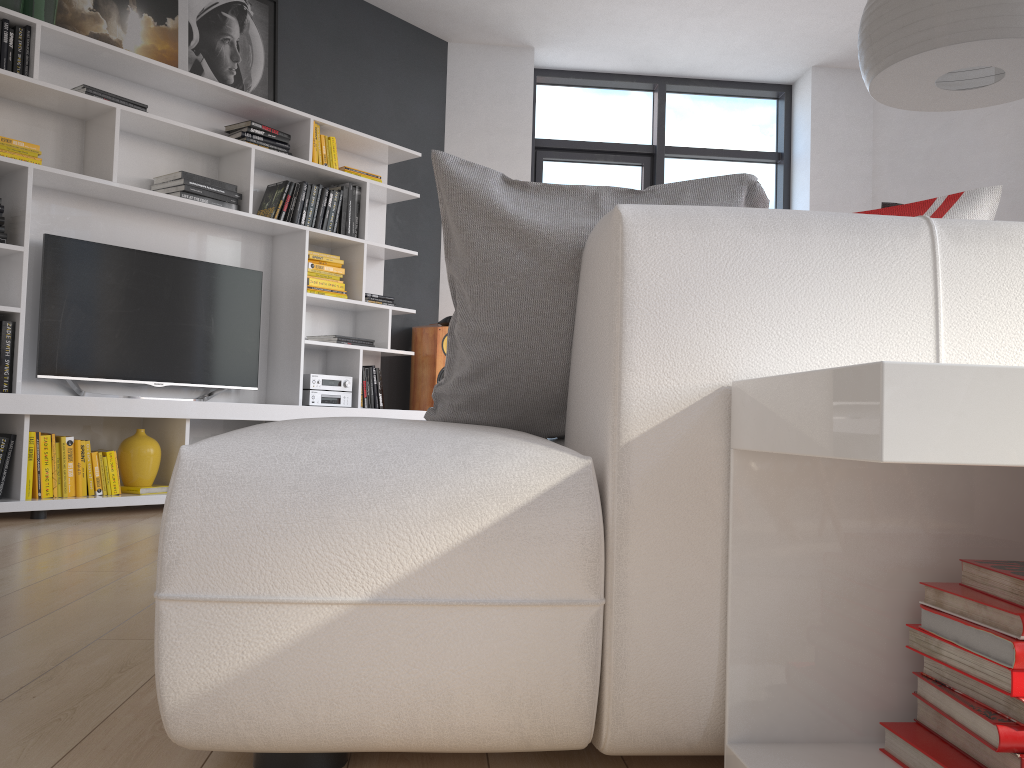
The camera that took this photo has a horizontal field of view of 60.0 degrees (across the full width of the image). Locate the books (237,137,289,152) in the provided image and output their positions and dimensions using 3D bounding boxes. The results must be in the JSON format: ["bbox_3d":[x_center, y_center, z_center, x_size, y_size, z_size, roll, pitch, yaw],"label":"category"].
[{"bbox_3d":[-1.337,-1.236,4.649,0.189,0.020,0.264,0,-3,39],"label":"books"}]

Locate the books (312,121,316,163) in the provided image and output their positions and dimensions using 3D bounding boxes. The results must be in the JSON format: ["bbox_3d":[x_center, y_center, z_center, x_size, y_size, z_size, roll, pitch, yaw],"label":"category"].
[{"bbox_3d":[-1.121,-1.296,4.805,0.161,0.229,0.041,0,-3,39],"label":"books"}]

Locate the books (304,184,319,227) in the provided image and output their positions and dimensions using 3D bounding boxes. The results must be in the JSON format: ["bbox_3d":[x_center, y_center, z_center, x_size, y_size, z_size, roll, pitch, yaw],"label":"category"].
[{"bbox_3d":[-1.151,-0.955,4.837,0.191,0.249,0.084,0,-3,40],"label":"books"}]

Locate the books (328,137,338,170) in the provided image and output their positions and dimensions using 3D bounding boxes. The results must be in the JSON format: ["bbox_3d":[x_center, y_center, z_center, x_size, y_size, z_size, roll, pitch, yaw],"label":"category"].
[{"bbox_3d":[-1.029,-1.266,4.917,0.141,0.184,0.064,0,-3,41],"label":"books"}]

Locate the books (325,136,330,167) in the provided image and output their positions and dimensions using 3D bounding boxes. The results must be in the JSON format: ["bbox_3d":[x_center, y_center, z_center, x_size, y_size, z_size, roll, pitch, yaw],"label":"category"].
[{"bbox_3d":[-1.053,-1.265,4.883,0.128,0.178,0.044,0,-3,40],"label":"books"}]

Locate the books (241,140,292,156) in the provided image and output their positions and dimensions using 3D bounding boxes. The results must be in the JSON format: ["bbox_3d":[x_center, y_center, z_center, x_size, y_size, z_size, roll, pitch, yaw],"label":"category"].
[{"bbox_3d":[-1.334,-1.210,4.647,0.214,0.030,0.284,-1,-4,43],"label":"books"}]

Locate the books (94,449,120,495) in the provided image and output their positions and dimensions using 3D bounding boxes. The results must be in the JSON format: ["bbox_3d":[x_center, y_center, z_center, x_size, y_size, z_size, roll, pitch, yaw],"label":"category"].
[{"bbox_3d":[-1.782,0.386,3.887,0.148,0.193,0.067,0,-3,41],"label":"books"}]

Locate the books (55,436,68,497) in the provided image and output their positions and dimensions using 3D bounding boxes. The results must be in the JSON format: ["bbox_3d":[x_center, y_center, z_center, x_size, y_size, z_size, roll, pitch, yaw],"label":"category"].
[{"bbox_3d":[-1.923,0.345,3.733,0.180,0.252,0.041,0,-3,40],"label":"books"}]

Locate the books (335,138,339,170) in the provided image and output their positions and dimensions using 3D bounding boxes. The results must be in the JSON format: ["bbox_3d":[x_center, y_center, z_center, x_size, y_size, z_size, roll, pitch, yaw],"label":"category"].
[{"bbox_3d":[-1.020,-1.265,4.940,0.142,0.184,0.044,0,-3,41],"label":"books"}]

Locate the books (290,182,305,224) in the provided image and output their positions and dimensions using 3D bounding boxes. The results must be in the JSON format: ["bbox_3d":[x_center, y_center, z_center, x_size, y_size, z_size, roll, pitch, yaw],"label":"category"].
[{"bbox_3d":[-1.189,-0.954,4.754,0.172,0.242,0.069,0,-3,41],"label":"books"}]

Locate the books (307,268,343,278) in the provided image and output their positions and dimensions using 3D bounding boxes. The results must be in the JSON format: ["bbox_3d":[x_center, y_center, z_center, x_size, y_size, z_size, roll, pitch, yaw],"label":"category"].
[{"bbox_3d":[-1.096,-0.613,4.958,0.171,0.019,0.239,0,-3,40],"label":"books"}]

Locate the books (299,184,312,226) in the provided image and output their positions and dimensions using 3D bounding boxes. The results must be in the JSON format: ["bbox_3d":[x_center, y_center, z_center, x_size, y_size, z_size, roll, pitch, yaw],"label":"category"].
[{"bbox_3d":[-1.172,-0.952,4.805,0.179,0.243,0.068,0,-3,39],"label":"books"}]

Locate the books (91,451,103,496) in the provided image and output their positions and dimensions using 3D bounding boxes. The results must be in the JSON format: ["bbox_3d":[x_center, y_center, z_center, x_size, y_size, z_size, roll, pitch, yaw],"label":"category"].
[{"bbox_3d":[-1.828,0.385,3.840,0.138,0.188,0.056,0,-3,40],"label":"books"}]

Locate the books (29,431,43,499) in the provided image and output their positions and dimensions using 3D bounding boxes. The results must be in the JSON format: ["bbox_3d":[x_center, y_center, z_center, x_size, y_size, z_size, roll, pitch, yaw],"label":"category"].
[{"bbox_3d":[-1.997,0.330,3.658,0.213,0.271,0.048,0,-3,40],"label":"books"}]

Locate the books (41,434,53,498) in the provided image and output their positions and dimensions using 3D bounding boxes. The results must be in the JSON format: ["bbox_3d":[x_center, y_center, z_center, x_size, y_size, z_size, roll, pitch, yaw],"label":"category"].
[{"bbox_3d":[-1.979,0.338,3.689,0.198,0.258,0.066,0,-3,40],"label":"books"}]

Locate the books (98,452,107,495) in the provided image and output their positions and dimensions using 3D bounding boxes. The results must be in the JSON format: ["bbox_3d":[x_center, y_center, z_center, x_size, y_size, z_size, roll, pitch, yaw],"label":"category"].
[{"bbox_3d":[-1.808,0.386,3.851,0.134,0.187,0.046,0,-3,40],"label":"books"}]

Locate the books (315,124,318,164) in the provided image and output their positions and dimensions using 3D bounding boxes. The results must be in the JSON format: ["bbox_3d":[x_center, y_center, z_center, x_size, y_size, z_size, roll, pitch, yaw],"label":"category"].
[{"bbox_3d":[-1.121,-1.293,4.835,0.163,0.224,0.041,0,-3,38],"label":"books"}]

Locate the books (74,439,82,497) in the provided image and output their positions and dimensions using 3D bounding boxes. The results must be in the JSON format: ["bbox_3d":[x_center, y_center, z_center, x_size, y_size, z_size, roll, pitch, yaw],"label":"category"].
[{"bbox_3d":[-1.879,0.354,3.770,0.169,0.240,0.043,0,-3,39],"label":"books"}]

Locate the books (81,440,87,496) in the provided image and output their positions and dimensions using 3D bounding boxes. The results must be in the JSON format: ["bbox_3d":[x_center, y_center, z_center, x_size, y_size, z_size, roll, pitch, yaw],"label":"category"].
[{"bbox_3d":[-1.879,0.357,3.801,0.171,0.235,0.043,0,-3,38],"label":"books"}]

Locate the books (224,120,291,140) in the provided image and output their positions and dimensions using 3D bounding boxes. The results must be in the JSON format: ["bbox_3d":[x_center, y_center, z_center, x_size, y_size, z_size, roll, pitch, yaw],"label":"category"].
[{"bbox_3d":[-1.335,-1.316,4.658,0.209,0.030,0.266,0,-3,34],"label":"books"}]

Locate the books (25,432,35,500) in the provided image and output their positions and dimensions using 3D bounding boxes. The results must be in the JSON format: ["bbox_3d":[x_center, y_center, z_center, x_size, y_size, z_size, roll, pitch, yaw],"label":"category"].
[{"bbox_3d":[-2.006,0.328,3.615,0.204,0.270,0.029,0,-3,40],"label":"books"}]

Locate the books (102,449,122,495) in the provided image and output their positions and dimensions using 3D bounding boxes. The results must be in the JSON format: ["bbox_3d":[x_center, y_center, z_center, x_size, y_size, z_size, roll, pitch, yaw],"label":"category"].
[{"bbox_3d":[-1.773,0.386,3.911,0.149,0.193,0.046,0,-3,41],"label":"books"}]

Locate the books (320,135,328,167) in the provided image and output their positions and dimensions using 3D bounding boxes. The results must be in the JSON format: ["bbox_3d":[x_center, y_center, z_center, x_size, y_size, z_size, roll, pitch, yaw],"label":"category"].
[{"bbox_3d":[-1.072,-1.267,4.872,0.132,0.180,0.054,0,-3,40],"label":"books"}]

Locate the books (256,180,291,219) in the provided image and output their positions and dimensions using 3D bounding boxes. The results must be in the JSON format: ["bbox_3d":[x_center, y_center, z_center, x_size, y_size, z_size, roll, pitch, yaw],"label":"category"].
[{"bbox_3d":[-1.270,-0.957,4.692,0.182,0.234,0.104,0,-3,40],"label":"books"}]

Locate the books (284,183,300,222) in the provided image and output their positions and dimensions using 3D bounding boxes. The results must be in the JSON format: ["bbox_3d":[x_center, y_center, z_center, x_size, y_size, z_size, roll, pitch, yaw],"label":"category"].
[{"bbox_3d":[-1.221,-0.953,4.736,0.169,0.233,0.081,0,-3,39],"label":"books"}]

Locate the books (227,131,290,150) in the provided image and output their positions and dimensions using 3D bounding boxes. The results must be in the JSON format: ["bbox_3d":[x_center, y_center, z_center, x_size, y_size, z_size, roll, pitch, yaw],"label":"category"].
[{"bbox_3d":[-1.349,-1.261,4.666,0.214,0.030,0.284,-1,-4,43],"label":"books"}]

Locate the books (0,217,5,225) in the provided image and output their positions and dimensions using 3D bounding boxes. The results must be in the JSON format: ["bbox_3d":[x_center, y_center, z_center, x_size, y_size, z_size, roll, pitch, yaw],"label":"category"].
[{"bbox_3d":[-2.226,-0.666,3.570,0.284,0.030,0.214,4,-3,-41],"label":"books"}]

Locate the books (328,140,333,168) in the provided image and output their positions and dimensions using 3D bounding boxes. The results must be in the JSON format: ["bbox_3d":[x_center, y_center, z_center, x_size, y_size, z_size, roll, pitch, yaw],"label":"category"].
[{"bbox_3d":[-1.033,-1.255,4.889,0.108,0.161,0.046,0,-3,39],"label":"books"}]

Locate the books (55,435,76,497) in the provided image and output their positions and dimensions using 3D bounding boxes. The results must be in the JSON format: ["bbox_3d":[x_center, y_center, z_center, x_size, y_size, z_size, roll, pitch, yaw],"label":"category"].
[{"bbox_3d":[-1.914,0.347,3.759,0.185,0.252,0.055,0,-3,39],"label":"books"}]

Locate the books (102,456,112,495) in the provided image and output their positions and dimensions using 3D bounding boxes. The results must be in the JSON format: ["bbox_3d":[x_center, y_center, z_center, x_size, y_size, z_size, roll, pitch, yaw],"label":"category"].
[{"bbox_3d":[-1.787,0.397,3.858,0.113,0.169,0.049,0,-3,39],"label":"books"}]

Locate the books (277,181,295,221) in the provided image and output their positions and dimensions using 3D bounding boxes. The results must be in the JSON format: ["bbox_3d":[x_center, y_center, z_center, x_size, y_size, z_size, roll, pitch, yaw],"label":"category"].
[{"bbox_3d":[-1.252,-0.954,4.721,0.187,0.234,0.096,0,-3,40],"label":"books"}]

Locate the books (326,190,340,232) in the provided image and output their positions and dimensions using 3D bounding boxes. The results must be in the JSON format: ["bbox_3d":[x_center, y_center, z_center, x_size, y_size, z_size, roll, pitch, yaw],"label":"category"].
[{"bbox_3d":[-1.057,-0.947,4.944,0.191,0.249,0.084,0,-3,40],"label":"books"}]

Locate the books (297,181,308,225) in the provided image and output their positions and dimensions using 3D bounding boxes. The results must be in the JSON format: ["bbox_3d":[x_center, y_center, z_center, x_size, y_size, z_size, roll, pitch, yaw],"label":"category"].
[{"bbox_3d":[-1.194,-0.960,4.789,0.192,0.254,0.075,0,-3,39],"label":"books"}]

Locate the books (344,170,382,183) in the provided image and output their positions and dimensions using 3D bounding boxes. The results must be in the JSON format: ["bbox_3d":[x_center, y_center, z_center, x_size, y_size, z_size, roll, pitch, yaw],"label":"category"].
[{"bbox_3d":[-0.912,-1.175,5.118,0.257,0.028,0.194,4,-4,-45],"label":"books"}]

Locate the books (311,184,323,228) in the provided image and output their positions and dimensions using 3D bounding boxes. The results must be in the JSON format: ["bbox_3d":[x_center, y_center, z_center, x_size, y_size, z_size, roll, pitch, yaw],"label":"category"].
[{"bbox_3d":[-1.130,-0.958,4.864,0.197,0.260,0.066,0,-3,40],"label":"books"}]

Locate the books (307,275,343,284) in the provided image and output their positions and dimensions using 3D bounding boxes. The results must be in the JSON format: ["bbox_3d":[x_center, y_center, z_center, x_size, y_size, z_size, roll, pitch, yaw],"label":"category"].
[{"bbox_3d":[-1.101,-0.575,4.955,0.189,0.014,0.251,-1,-4,43],"label":"books"}]

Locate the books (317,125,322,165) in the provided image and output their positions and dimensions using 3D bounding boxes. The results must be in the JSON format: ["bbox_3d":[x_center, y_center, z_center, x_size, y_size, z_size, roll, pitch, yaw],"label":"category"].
[{"bbox_3d":[-1.108,-1.291,4.863,0.164,0.224,0.054,0,-3,39],"label":"books"}]

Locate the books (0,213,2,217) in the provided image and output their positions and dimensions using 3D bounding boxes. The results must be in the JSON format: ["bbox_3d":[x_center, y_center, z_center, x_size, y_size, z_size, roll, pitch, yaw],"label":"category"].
[{"bbox_3d":[-2.229,-0.692,3.572,0.189,0.020,0.264,-1,-4,43],"label":"books"}]

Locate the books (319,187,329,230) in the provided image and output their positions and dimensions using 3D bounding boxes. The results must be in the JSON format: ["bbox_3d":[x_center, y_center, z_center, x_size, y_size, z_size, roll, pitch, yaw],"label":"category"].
[{"bbox_3d":[-1.100,-0.952,4.896,0.192,0.254,0.075,0,-3,39],"label":"books"}]

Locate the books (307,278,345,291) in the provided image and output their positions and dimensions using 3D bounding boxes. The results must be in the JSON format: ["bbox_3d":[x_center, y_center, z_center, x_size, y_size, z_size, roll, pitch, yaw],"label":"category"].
[{"bbox_3d":[-1.090,-0.547,4.947,0.189,0.042,0.243,0,-3,40],"label":"books"}]

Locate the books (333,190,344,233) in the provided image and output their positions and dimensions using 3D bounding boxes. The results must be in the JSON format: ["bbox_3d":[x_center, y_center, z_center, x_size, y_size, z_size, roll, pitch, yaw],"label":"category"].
[{"bbox_3d":[-1.036,-0.950,4.971,0.197,0.260,0.066,0,-3,40],"label":"books"}]

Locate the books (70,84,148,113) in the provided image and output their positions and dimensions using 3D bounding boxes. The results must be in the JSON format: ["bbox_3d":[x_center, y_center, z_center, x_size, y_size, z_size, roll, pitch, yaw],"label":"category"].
[{"bbox_3d":[-1.857,-1.263,4.019,0.250,0.047,0.310,0,-3,36],"label":"books"}]

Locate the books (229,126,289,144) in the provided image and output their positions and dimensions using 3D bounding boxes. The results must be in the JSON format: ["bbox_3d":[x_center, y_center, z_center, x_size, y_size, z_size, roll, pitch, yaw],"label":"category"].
[{"bbox_3d":[-1.325,-1.289,4.652,0.180,0.026,0.246,-1,-3,43],"label":"books"}]

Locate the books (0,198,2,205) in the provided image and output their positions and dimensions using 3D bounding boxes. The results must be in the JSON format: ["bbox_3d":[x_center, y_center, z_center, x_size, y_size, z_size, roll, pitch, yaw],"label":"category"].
[{"bbox_3d":[-2.218,-0.745,3.574,0.246,0.026,0.180,4,-3,-42],"label":"books"}]

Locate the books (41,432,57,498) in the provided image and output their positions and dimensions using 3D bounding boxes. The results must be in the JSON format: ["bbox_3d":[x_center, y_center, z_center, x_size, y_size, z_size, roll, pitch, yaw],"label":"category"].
[{"bbox_3d":[-1.958,0.337,3.711,0.202,0.267,0.038,0,-3,40],"label":"books"}]

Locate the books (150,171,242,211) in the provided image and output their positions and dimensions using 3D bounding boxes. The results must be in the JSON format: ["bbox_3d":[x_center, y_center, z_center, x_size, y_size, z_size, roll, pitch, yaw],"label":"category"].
[{"bbox_3d":[-1.563,-0.931,4.396,0.277,0.137,0.343,0,-3,35],"label":"books"}]

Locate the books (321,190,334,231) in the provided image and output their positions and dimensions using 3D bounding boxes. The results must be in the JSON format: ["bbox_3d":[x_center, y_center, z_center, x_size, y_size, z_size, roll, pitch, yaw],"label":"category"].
[{"bbox_3d":[-1.073,-0.946,4.908,0.179,0.243,0.071,0,-3,39],"label":"books"}]

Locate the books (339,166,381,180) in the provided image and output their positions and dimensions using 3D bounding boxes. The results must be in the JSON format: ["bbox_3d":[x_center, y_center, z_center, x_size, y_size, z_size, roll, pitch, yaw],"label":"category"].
[{"bbox_3d":[-0.920,-1.200,5.122,0.203,0.024,0.257,-1,-4,43],"label":"books"}]

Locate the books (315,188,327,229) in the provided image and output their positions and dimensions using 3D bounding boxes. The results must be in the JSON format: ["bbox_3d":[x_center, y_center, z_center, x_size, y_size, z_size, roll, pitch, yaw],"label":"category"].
[{"bbox_3d":[-1.095,-0.946,4.862,0.172,0.242,0.069,0,-3,41],"label":"books"}]

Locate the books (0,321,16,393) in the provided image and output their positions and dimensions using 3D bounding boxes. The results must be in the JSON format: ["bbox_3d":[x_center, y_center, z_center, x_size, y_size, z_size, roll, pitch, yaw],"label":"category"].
[{"bbox_3d":[-2.139,-0.107,3.677,0.230,0.297,0.051,0,-3,40],"label":"books"}]

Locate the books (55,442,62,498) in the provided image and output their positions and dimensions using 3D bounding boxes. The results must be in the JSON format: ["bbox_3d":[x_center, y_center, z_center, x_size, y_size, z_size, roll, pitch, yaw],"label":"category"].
[{"bbox_3d":[-1.933,0.357,3.713,0.156,0.230,0.042,0,-3,38],"label":"books"}]

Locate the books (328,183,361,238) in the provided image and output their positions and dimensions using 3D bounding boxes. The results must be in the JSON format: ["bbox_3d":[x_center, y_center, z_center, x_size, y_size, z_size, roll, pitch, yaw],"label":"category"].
[{"bbox_3d":[-0.994,-0.970,5.064,0.259,0.321,0.128,0,-3,40],"label":"books"}]

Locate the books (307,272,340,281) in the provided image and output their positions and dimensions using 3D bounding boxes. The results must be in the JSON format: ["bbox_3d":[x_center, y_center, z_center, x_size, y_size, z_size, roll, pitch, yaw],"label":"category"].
[{"bbox_3d":[-1.091,-0.593,4.936,0.145,0.023,0.217,-1,-4,44],"label":"books"}]

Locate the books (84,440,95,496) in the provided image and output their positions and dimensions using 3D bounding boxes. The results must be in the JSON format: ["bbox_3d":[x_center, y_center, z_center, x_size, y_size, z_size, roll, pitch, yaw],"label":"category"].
[{"bbox_3d":[-1.866,0.359,3.831,0.172,0.235,0.056,0,-3,39],"label":"books"}]

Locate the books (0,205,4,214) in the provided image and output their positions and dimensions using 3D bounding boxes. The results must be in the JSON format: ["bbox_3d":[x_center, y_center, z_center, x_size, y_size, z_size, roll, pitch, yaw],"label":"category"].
[{"bbox_3d":[-2.240,-0.717,3.590,0.284,0.030,0.214,4,-3,-41],"label":"books"}]
